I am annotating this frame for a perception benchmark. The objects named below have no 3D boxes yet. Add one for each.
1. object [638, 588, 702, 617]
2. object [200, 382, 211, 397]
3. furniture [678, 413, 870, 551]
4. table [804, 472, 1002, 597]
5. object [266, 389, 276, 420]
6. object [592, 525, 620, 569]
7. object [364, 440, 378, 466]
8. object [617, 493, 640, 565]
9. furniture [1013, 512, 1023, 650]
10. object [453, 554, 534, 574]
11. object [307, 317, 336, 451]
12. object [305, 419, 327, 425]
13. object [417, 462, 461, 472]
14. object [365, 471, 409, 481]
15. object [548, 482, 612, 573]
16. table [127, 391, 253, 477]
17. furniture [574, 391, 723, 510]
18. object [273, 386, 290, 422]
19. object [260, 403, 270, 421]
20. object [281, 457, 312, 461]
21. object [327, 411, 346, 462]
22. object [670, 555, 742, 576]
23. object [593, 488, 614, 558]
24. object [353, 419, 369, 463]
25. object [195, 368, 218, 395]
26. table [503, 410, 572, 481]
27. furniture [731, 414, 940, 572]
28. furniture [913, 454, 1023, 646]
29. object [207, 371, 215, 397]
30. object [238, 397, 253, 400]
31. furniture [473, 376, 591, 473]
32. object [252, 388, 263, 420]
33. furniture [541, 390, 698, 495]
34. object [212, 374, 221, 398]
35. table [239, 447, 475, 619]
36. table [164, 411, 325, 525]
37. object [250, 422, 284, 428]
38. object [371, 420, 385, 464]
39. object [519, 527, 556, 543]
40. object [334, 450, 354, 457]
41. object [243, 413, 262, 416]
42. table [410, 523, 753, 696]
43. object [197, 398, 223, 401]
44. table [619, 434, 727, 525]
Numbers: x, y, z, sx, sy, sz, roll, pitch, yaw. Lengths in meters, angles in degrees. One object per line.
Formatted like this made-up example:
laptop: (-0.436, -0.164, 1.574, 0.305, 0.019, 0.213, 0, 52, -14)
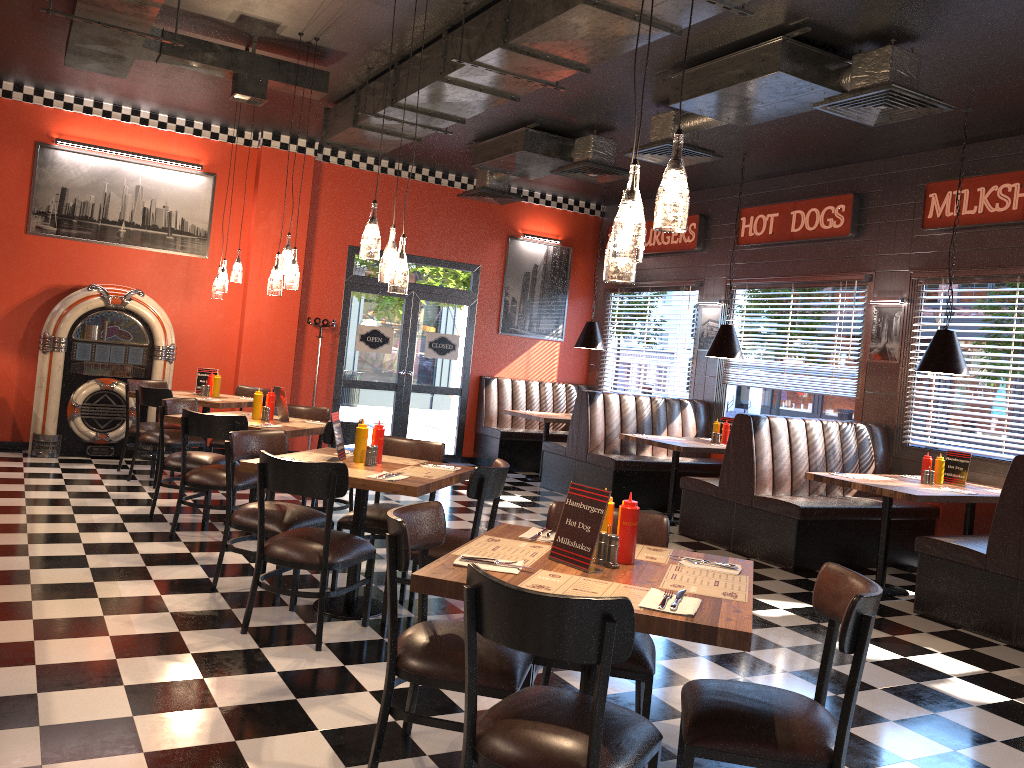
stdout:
object: (0.457, 0.616, 2.534, 0.157, 0.019, 0.255, 6, 2, 18)
object: (-2.885, 0.051, 8.343, 0.093, 0.136, 0.047, 6, 0, -30)
furniture: (2.433, 0.848, 8.105, 1.706, 1.155, 0.707, 5, 0, -29)
table: (3.164, 1.153, 6.754, 1.688, 0.774, 0.958, 5, 1, -30)
object: (-1.828, 0.153, 6.697, 0.068, 0.238, 0.068, 6, -1, -24)
object: (0.315, 0.532, 2.922, 0.046, 0.136, 0.094, 6, 0, -40)
object: (-0.754, 0.370, 4.761, 0.047, 0.136, 0.093, 5, 0, 20)
object: (0.390, 0.485, 2.990, 0.068, 0.238, 0.068, 5, -1, 13)
furniture: (3.950, 1.080, 5.410, 1.706, 1.155, 0.707, 5, 0, -29)
object: (-0.050, 0.559, 2.766, 0.255, 0.019, 0.157, 6, 2, 10)
object: (-2.280, 0.065, 10.237, 0.374, 1.659, 0.374, 6, -1, -7)
object: (-1.495, 0.293, 6.825, 0.255, 0.019, 0.157, 6, 2, 18)
object: (-0.418, 0.457, 4.929, 0.255, 0.019, 0.157, 6, 2, 15)
object: (-0.607, 0.454, 4.406, 0.157, 0.019, 0.255, 6, 2, 18)
object: (0.220, 0.461, 2.882, 0.072, 0.257, 0.188, 6, 0, -40)
table: (-2.932, 0.502, 8.357, 0.961, 0.774, 0.955, 6, 1, 15)
furniture: (1.608, 0.722, 9.571, 1.706, 1.155, 0.707, 5, 0, -29)
object: (-1.748, 0.151, 6.716, 0.072, 0.257, 0.188, 6, 0, -40)
object: (-1.833, 0.208, 6.597, 0.046, 0.136, 0.094, 6, 0, -40)
object: (-1.145, 0.395, 4.600, 0.255, 0.019, 0.157, 6, 2, 17)
object: (-0.948, 0.287, 4.840, 0.072, 0.257, 0.188, 6, 0, 0)
object: (0.664, 0.620, 3.068, 0.255, 0.019, 0.157, 6, 2, 19)
object: (0.311, 0.475, 3.039, 0.068, 0.238, 0.068, 6, -1, -15)
object: (-0.822, 0.309, 4.834, 0.068, 0.238, 0.068, 6, -1, -24)
object: (-2.933, -0.021, 8.513, 0.188, 0.257, 0.072, 6, -1, -19)
table: (0.825, 0.796, 10.911, 1.688, 0.774, 0.958, 5, 1, -30)
furniture: (2.779, 0.901, 7.490, 1.706, 1.155, 0.707, 5, 0, -29)
furniture: (3.604, 1.027, 6.025, 1.706, 1.155, 0.707, 5, 0, -29)
object: (-2.865, -0.002, 8.434, 0.068, 0.238, 0.068, 6, -1, -32)
object: (-2.521, 0.140, 8.515, 0.255, 0.019, 0.157, 6, 2, 16)
furniture: (0.438, 0.544, 11.651, 1.706, 1.155, 0.707, 5, 0, -29)
object: (-1.910, 0.146, 6.653, 0.068, 0.238, 0.068, 6, -1, -24)
furniture: (1.262, 0.670, 10.186, 1.706, 1.155, 0.707, 5, 0, -29)
object: (-2.791, 0.007, 8.378, 0.068, 0.238, 0.068, 6, -1, -32)
table: (-0.816, 0.820, 4.768, 0.961, 0.774, 0.955, 6, 1, 15)
table: (-1.916, 0.656, 6.604, 0.961, 0.774, 0.955, 6, 1, 15)
object: (-1.722, 0.288, 6.259, 0.157, 0.019, 0.255, 6, 2, 17)
object: (-0.740, 0.316, 4.879, 0.068, 0.238, 0.068, 6, -1, -24)
object: (0.119, 0.560, 3.285, 0.157, 0.019, 0.255, 6, 2, 16)
object: (-0.929, 0.400, 5.115, 0.157, 0.019, 0.255, 6, 2, 8)
object: (-2.025, 0.235, 6.986, 0.157, 0.019, 0.255, 6, 2, 15)
table: (0.256, 0.983, 2.892, 0.957, 0.774, 0.959, 6, 1, 15)
object: (-2.720, 0.136, 7.995, 0.157, 0.019, 0.255, 6, 2, 19)
table: (2.001, 0.975, 8.822, 1.688, 0.774, 0.958, 5, 1, -30)
